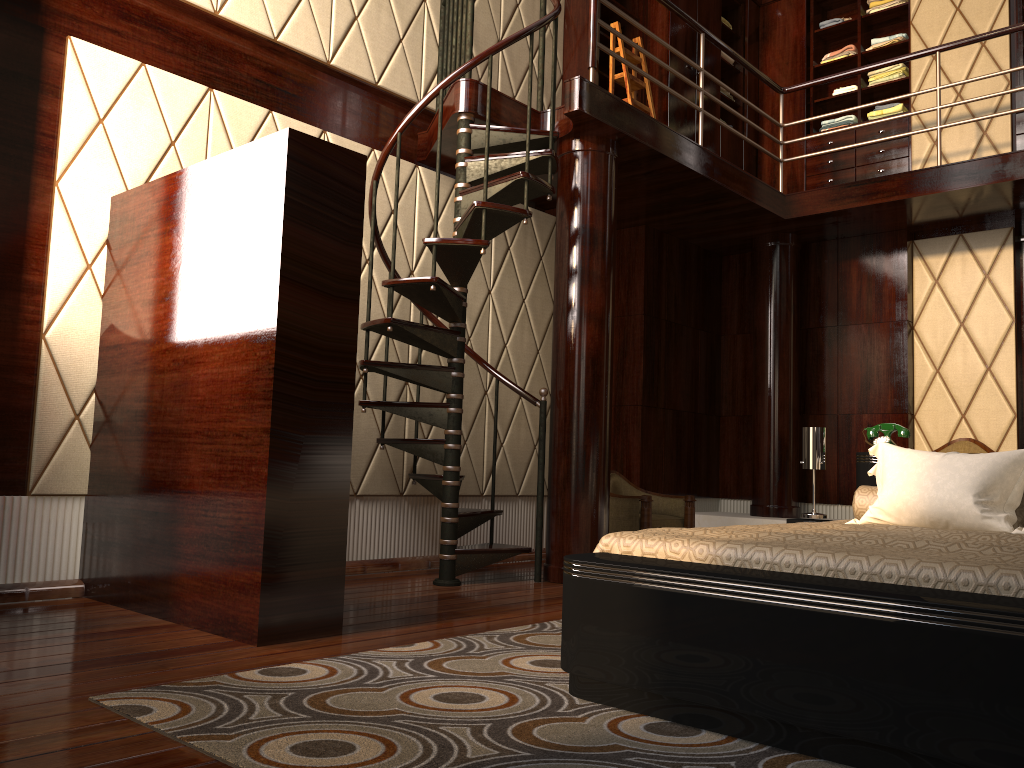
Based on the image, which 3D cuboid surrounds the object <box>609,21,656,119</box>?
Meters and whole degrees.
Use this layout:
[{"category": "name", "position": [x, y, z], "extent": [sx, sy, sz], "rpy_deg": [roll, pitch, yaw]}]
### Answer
[{"category": "object", "position": [0.789, -1.769, 5.537], "extent": [0.258, 0.974, 0.275], "rpy_deg": [-3, -7, 42]}]

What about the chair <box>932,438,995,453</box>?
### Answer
[{"category": "chair", "position": [2.660, 0.588, 5.319], "extent": [0.571, 0.550, 0.462], "rpy_deg": [-3, -7, 42]}]

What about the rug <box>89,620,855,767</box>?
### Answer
[{"category": "rug", "position": [1.401, 0.812, 2.360], "extent": [2.910, 0.006, 3.735], "rpy_deg": [-3, -7, 42]}]

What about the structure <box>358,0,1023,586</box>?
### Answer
[{"category": "structure", "position": [2.492, -0.627, 3.667], "extent": [6.107, 3.189, 3.750], "rpy_deg": [-3, -7, 42]}]

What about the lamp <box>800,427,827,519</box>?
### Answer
[{"category": "lamp", "position": [1.296, 0.380, 3.802], "extent": [0.109, 0.385, 0.106], "rpy_deg": [7, -7, -41]}]

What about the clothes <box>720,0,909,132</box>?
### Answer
[{"category": "clothes", "position": [3.557, -2.367, 5.614], "extent": [4.996, 0.954, 0.818], "rpy_deg": [-2, -7, 34]}]

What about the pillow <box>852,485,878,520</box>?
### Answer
[{"category": "pillow", "position": [1.940, 0.470, 3.190], "extent": [1.396, 0.167, 0.173], "rpy_deg": [-3, -7, 42]}]

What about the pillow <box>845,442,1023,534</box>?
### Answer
[{"category": "pillow", "position": [1.741, 0.361, 2.958], "extent": [1.322, 0.320, 0.685], "rpy_deg": [-3, -8, 43]}]

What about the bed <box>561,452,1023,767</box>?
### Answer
[{"category": "bed", "position": [1.390, 0.501, 2.568], "extent": [1.985, 0.660, 2.381], "rpy_deg": [-3, -7, 42]}]

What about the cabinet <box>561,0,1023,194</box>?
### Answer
[{"category": "cabinet", "position": [3.400, -2.416, 4.787], "extent": [6.767, 2.432, 2.576], "rpy_deg": [-3, -7, 42]}]

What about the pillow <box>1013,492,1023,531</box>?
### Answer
[{"category": "pillow", "position": [1.742, 0.382, 2.919], "extent": [1.123, 0.271, 0.293], "rpy_deg": [-3, -7, 42]}]

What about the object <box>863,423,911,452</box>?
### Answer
[{"category": "object", "position": [1.629, 0.235, 3.856], "extent": [0.158, 0.131, 0.178], "rpy_deg": [2, -6, 4]}]

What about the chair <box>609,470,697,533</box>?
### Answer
[{"category": "chair", "position": [0.738, 0.779, 5.098], "extent": [0.462, 0.550, 0.571], "rpy_deg": [-3, -7, 42]}]
